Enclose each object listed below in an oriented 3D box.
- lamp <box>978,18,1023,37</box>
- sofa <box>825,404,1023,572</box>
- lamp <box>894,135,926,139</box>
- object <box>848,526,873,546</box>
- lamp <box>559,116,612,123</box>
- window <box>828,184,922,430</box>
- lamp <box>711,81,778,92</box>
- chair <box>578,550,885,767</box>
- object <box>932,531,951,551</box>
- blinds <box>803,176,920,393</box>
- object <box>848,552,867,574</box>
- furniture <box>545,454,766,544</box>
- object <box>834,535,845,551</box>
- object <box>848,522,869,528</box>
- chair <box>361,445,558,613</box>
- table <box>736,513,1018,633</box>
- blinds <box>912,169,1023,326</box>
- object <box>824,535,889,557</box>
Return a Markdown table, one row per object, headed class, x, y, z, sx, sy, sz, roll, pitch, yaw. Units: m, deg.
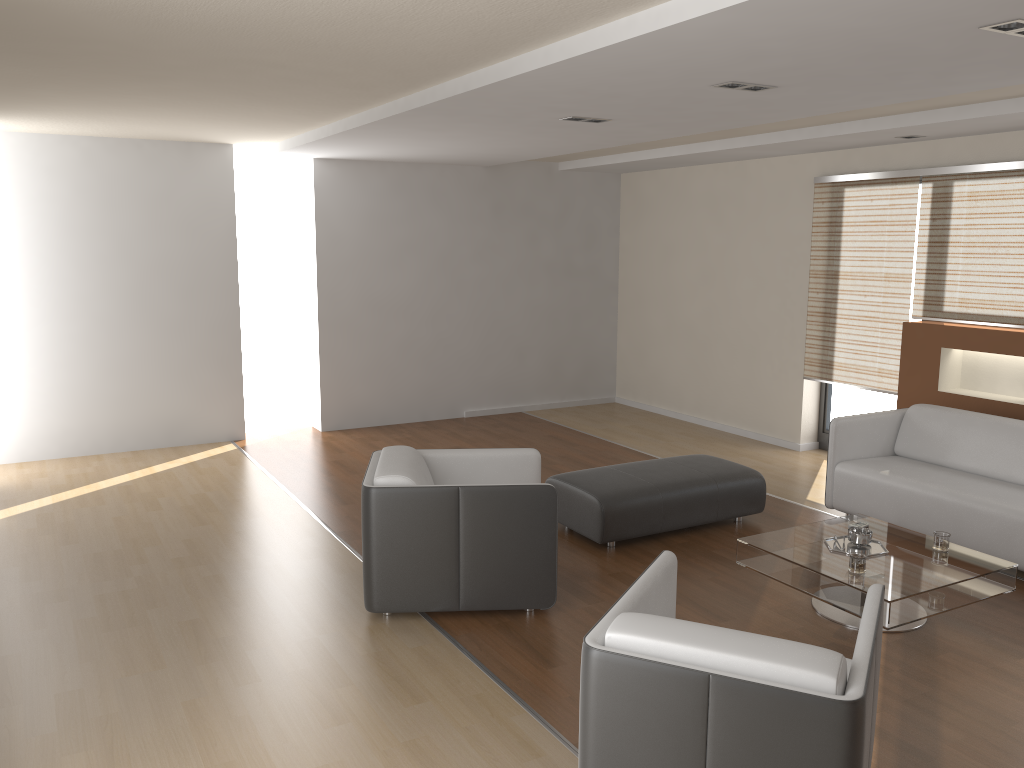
| class | x | y | z | sx | sy | sz | roll | pitch | yaw |
| --- | --- | --- | --- | --- | --- | --- | --- | --- | --- |
| lamp | 1.768 | -1.268 | 3.058 | 0.291 | 0.087 | 0.146 | -5 | 10 | -29 |
| sofa | 2.993 | 0.622 | 5.036 | 0.919 | 0.661 | 2.238 | -5 | 10 | -29 |
| lamp | 2.778 | -1.763 | 6.179 | 0.146 | 0.087 | 0.146 | -5 | 10 | -29 |
| object | 1.727 | 0.752 | 4.401 | 0.118 | 0.079 | 0.117 | -3 | 10 | -22 |
| lamp | 0.447 | -1.646 | 5.383 | 0.291 | 0.087 | 0.146 | -5 | 10 | -29 |
| window | 2.962 | -0.559 | 7.175 | 0.010 | 2.093 | 0.889 | -5 | 10 | -29 |
| lamp | 1.108 | -1.457 | 4.220 | 0.291 | 0.087 | 0.146 | -5 | 10 | -29 |
| chair | 0.713 | 0.996 | 2.773 | 0.767 | 0.706 | 0.919 | 5 | 10 | 25 |
| object | 2.099 | 0.768 | 4.333 | 0.079 | 0.077 | 0.079 | -7 | 12 | -40 |
| blinds | 2.726 | -0.791 | 7.003 | 0.001 | 1.635 | 0.980 | -5 | 10 | -29 |
| object | 1.572 | 0.814 | 4.033 | 0.079 | 0.077 | 0.079 | -7 | 12 | -40 |
| furniture | 0.915 | 0.691 | 5.655 | 1.291 | 0.301 | 0.685 | -5 | 10 | -29 |
| object | 1.621 | 0.780 | 4.365 | 0.051 | 0.035 | 0.147 | 2 | 9 | 12 |
| object | 1.818 | 0.742 | 4.643 | 0.064 | 0.029 | 0.158 | 8 | 12 | 41 |
| chair | -0.270 | 0.692 | 4.506 | 0.919 | 0.661 | 0.767 | 0 | 9 | -4 |
| table | 1.748 | 0.958 | 4.328 | 0.900 | 0.300 | 0.900 | -5 | 10 | -29 |
| blinds | 3.327 | -0.911 | 5.900 | 0.001 | 1.044 | 1.432 | -5 | 10 | -29 |
| object | 1.688 | 0.795 | 4.358 | 0.315 | 0.011 | 0.273 | -3 | 10 | -22 |
